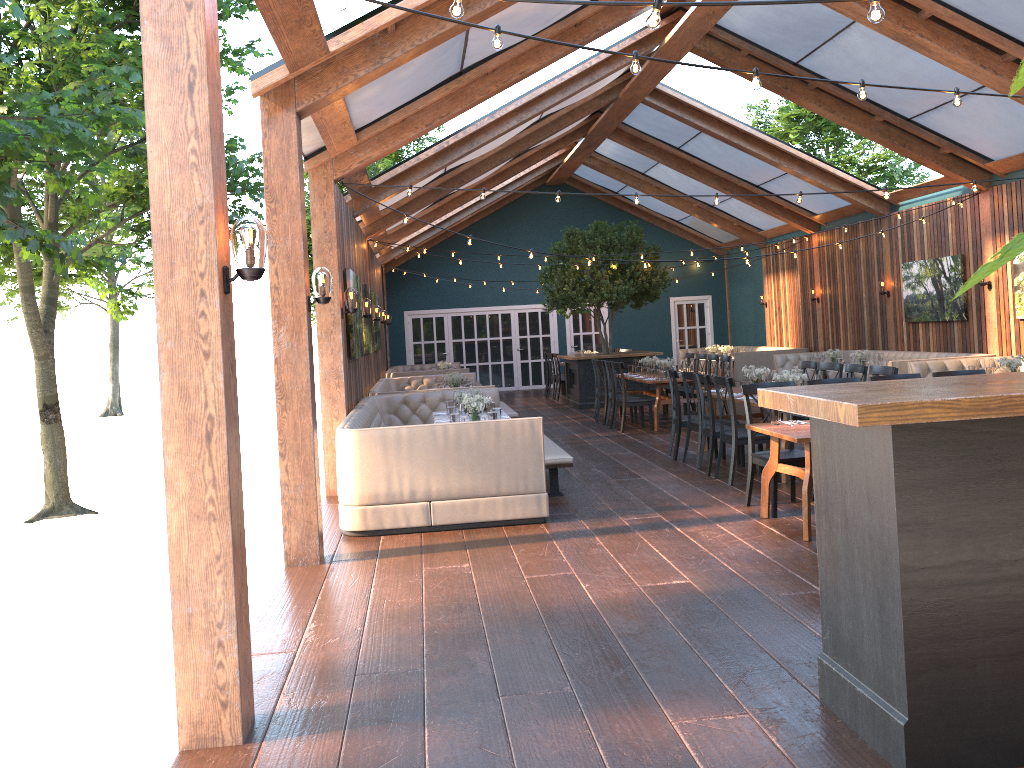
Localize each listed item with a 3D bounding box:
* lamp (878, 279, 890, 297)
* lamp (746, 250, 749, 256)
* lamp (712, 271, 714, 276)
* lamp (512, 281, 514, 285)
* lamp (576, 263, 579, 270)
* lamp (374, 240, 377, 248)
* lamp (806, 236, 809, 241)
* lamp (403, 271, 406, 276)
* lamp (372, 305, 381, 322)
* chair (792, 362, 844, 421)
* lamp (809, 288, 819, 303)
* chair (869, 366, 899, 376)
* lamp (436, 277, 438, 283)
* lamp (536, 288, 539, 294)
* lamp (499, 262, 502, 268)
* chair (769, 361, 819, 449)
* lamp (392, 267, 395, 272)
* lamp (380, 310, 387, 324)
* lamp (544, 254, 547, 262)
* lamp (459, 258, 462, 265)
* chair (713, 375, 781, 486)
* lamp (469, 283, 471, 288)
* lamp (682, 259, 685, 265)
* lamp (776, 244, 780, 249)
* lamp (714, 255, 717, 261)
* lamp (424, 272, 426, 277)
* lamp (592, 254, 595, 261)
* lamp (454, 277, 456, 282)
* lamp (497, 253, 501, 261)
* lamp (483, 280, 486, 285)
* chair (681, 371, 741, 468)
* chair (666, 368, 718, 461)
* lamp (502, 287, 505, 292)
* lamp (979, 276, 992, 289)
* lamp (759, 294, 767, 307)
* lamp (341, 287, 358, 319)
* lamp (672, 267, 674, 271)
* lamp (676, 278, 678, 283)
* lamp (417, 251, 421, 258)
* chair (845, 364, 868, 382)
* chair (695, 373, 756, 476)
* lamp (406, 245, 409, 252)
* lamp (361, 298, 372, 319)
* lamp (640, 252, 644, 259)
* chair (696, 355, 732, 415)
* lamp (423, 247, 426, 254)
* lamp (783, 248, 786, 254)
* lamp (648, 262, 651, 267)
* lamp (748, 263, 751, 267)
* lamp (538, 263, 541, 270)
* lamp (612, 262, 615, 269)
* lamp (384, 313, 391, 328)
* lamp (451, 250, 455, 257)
[{"bbox_3d":[6.514,-1.675,15.513,0.178,0.320,0.146,-3,0,-6],"label":"lamp"},{"bbox_3d":[4.694,-2.616,17.654,0.056,0.121,0.056,-3,0,-24],"label":"lamp"},{"bbox_3d":[4.267,-2.346,18.778,0.056,0.121,0.056,-3,0,-28],"label":"lamp"},{"bbox_3d":[0.019,-2.451,21.482,0.056,0.121,0.056,-3,0,18],"label":"lamp"},{"bbox_3d":[1.200,-2.151,16.195,0.056,0.121,0.056,-3,0,-25],"label":"lamp"},{"bbox_3d":[-2.257,-2.315,14.637,0.056,0.119,0.061,-3,0,29],"label":"lamp"},{"bbox_3d":[6.074,-2.998,18.204,0.056,0.120,0.056,-3,0,23],"label":"lamp"},{"bbox_3d":[-2.423,-2.507,19.987,0.076,0.114,0.056,-2,1,39],"label":"lamp"},{"bbox_3d":[-2.243,-1.138,14.587,0.178,0.320,0.146,-3,0,-6],"label":"lamp"},{"bbox_3d":[3.394,0.284,9.830,0.540,1.020,0.477,-3,0,-11],"label":"chair"},{"bbox_3d":[6.227,-1.826,18.244,0.178,0.320,0.146,-3,0,-6],"label":"lamp"},{"bbox_3d":[3.511,0.345,8.716,0.540,1.020,0.477,-3,0,-6],"label":"chair"},{"bbox_3d":[-1.688,-2.337,19.896,0.059,0.119,0.056,-3,0,-12],"label":"lamp"},{"bbox_3d":[0.563,-2.057,19.571,0.056,0.119,0.060,-3,0,31],"label":"lamp"},{"bbox_3d":[-0.198,-2.095,15.584,0.056,0.120,0.056,-3,0,-40],"label":"lamp"},{"bbox_3d":[3.335,0.253,10.387,0.540,1.020,0.477,-3,0,-6],"label":"chair"},{"bbox_3d":[-2.703,-2.610,20.160,0.056,0.120,0.056,-3,0,-36],"label":"lamp"},{"bbox_3d":[-2.530,-1.289,17.318,0.178,0.320,0.146,-3,0,-6],"label":"lamp"},{"bbox_3d":[0.536,-2.008,14.107,0.056,0.121,0.056,-3,0,3],"label":"lamp"},{"bbox_3d":[-0.882,-2.116,15.253,0.056,0.119,0.062,-3,1,36],"label":"lamp"},{"bbox_3d":[2.259,0.422,8.583,0.540,1.020,0.477,-3,0,-6],"label":"chair"},{"bbox_3d":[-0.938,-2.201,19.797,0.056,0.119,0.059,-3,0,-2],"label":"lamp"},{"bbox_3d":[3.307,-2.362,17.069,0.060,0.119,0.056,-3,0,18],"label":"lamp"},{"bbox_3d":[5.389,-2.789,17.917,0.064,0.118,0.056,-3,0,3],"label":"lamp"},{"bbox_3d":[4.001,-2.474,17.354,0.056,0.117,0.068,-3,1,-9],"label":"lamp"},{"bbox_3d":[-2.022,-2.528,20.496,0.056,0.121,0.056,-3,0,-22],"label":"lamp"},{"bbox_3d":[1.289,-1.996,13.976,0.056,0.121,0.056,-3,0,35],"label":"lamp"},{"bbox_3d":[-1.337,-2.462,20.825,0.056,0.120,0.056,-3,0,9],"label":"lamp"},{"bbox_3d":[-0.214,-2.047,14.237,0.056,0.121,0.056,-3,0,6],"label":"lamp"},{"bbox_3d":[-0.652,-2.432,21.156,0.056,0.120,0.056,-3,0,-4],"label":"lamp"},{"bbox_3d":[2.163,0.360,9.686,0.540,1.020,0.477,-3,0,-9],"label":"chair"},{"bbox_3d":[2.075,0.330,10.248,0.539,1.020,0.477,-3,0,2],"label":"chair"},{"bbox_3d":[-0.180,-2.104,19.654,0.056,0.115,0.074,-3,1,37],"label":"lamp"},{"bbox_3d":[6.803,-1.523,12.759,0.178,0.320,0.146,-3,0,-6],"label":"lamp"},{"bbox_3d":[5.940,-1.978,20.978,0.178,0.320,0.146,-3,0,-6],"label":"lamp"},{"bbox_3d":[-1.668,-0.835,9.114,0.178,0.320,0.146,-3,0,-6],"label":"lamp"},{"bbox_3d":[4.229,-3.018,23.191,0.056,0.120,0.056,-3,0,15],"label":"lamp"},{"bbox_3d":[3.536,-2.220,18.965,0.056,0.121,0.056,-3,0,-30],"label":"lamp"},{"bbox_3d":[-1.570,-2.186,14.938,0.056,0.118,0.065,-3,1,43],"label":"lamp"},{"bbox_3d":[3.452,0.314,9.273,0.539,1.020,0.477,-3,0,-1],"label":"chair"},{"bbox_3d":[2.194,0.392,9.140,0.539,1.020,0.477,-3,0,0],"label":"chair"},{"bbox_3d":[-1.711,-2.221,14.484,0.056,0.120,0.056,-3,0,-40],"label":"lamp"},{"bbox_3d":[-1.954,-0.986,11.833,0.178,0.320,0.146,-3,0,-6],"label":"lamp"},{"bbox_3d":[2.031,-2.007,13.829,0.056,0.121,0.056,-3,0,-31],"label":"lamp"},{"bbox_3d":[3.037,0.096,13.228,0.539,1.020,0.477,-3,0,-1],"label":"chair"},{"bbox_3d":[-1.426,-2.184,14.439,0.056,0.121,0.056,-3,0,-3],"label":"lamp"},{"bbox_3d":[5.678,-2.769,18.430,0.074,0.115,0.056,-3,0,0],"label":"lamp"},{"bbox_3d":[2.603,-2.275,16.783,0.060,0.119,0.056,-3,0,-21],"label":"lamp"},{"bbox_3d":[4.987,-2.523,18.599,0.056,0.118,0.066,-3,1,-30],"label":"lamp"},{"bbox_3d":[0.497,-2.111,15.900,0.056,0.120,0.056,-3,0,-19],"label":"lamp"},{"bbox_3d":[1.899,-2.207,16.502,0.056,0.121,0.056,-3,0,19],"label":"lamp"},{"bbox_3d":[-2.818,-1.440,20.052,0.178,0.320,0.146,-3,0,-6],"label":"lamp"},{"bbox_3d":[-0.958,-2.118,14.365,0.056,0.121,0.056,-3,0,19],"label":"lamp"}]
